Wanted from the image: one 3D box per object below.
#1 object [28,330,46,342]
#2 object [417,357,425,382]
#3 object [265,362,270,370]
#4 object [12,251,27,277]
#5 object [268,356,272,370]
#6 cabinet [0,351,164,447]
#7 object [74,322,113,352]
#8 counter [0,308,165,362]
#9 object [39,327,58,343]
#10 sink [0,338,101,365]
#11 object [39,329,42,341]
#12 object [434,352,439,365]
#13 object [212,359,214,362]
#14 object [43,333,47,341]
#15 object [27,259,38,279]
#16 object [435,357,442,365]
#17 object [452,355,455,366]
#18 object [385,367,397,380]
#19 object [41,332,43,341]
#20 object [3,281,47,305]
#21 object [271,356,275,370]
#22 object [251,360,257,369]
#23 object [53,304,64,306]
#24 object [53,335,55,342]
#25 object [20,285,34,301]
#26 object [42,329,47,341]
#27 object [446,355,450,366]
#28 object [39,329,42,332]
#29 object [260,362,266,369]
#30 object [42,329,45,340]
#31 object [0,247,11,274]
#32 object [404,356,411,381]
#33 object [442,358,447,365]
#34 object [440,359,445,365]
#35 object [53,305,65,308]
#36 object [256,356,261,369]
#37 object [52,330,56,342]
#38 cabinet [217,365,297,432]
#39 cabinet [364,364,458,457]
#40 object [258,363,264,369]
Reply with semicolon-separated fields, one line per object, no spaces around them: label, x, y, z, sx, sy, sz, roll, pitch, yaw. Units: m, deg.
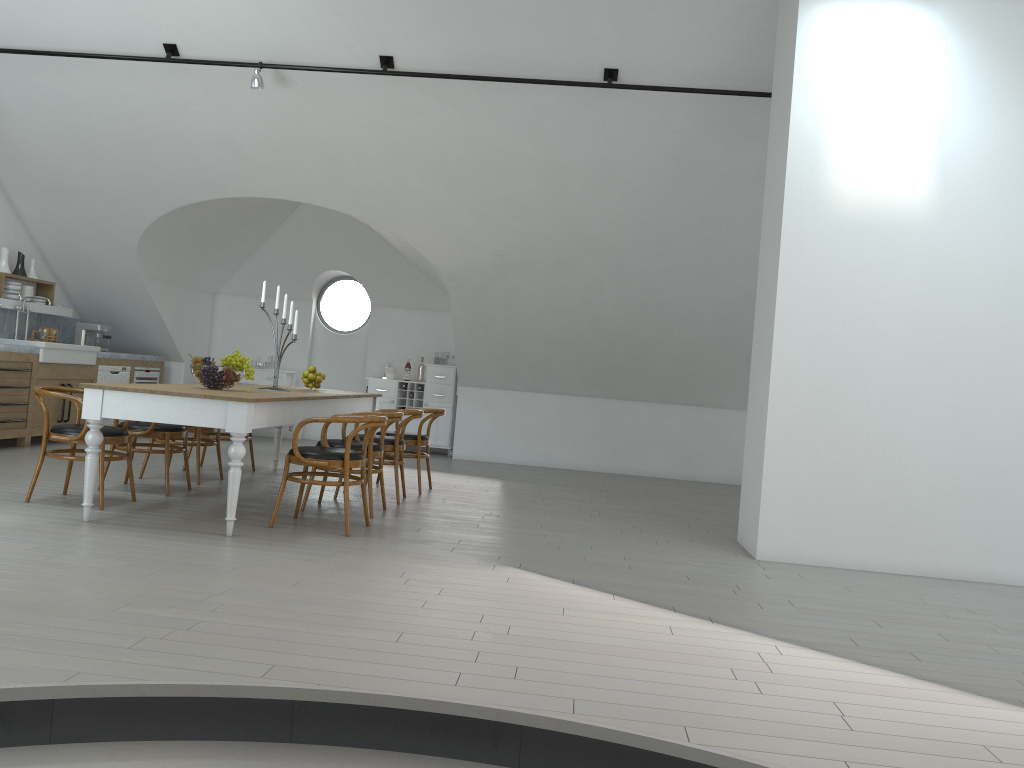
object;-5.252;-0.503;9.803;0.100;0.171;0.173;5;-1;6
object;-1.180;-0.188;11.561;0.085;0.331;0.085;6;-2;-36
object;-3.183;-0.233;11.537;0.071;0.099;0.071;4;-1;28
object;-5.261;-1.283;9.488;0.156;0.268;0.156;5;-1;9
object;-3.169;-0.273;11.607;0.054;0.179;0.054;5;-2;-18
cabinet;-5.116;0.175;7.962;1.004;1.022;6.424;5;0;4
object;-4.889;-0.542;10.459;0.386;0.320;0.324;5;-1;5
counter;-5.063;-0.644;8.060;0.962;0.620;6.571;5;0;4
object;-5.243;-0.528;10.026;0.104;0.223;0.200;5;-1;5
sink;-4.838;-0.333;9.086;0.727;0.202;1.020;5;0;5
object;-5.229;-0.516;9.831;0.019;0.196;0.022;5;-2;-7
object;-0.981;-0.331;11.522;0.048;0.169;0.048;4;-2;37
object;-3.905;-0.209;11.512;0.088;0.269;0.029;4;-2;31
object;-5.204;-0.504;9.861;0.044;0.179;0.019;5;-2;-11
object;-5.255;-1.258;9.712;0.156;0.218;0.156;5;-1;-14
object;-0.954;-0.296;11.446;0.082;0.105;0.081;4;-1;43
object;-0.768;-0.302;11.540;0.046;0.143;0.046;4;-1;16
object;-1.584;-0.136;11.571;0.154;0.160;0.157;4;-1;33
object;-5.211;-0.505;9.823;0.019;0.179;0.044;6;-2;-31
object;-5.266;-0.977;9.561;0.198;0.196;0.656;5;0;4
object;-3.115;-0.272;11.573;0.063;0.187;0.063;5;-1;-10
object;-3.341;-0.250;11.479;0.082;0.105;0.081;5;-1;18
object;-5.237;-0.895;10.153;0.213;0.025;0.213;5;0;-8
object;-5.214;-0.515;10.082;0.019;0.196;0.022;5;-2;5
object;-5.241;-0.978;9.559;0.154;0.160;0.157;4;-1;33
object;-5.196;-0.516;9.848;0.042;0.192;0.040;4;-2;41
object;-0.835;-0.307;11.513;0.046;0.143;0.046;4;-1;16
object;-5.245;-0.520;9.852;0.042;0.192;0.040;4;-2;42
object;-3.250;-0.236;11.600;0.094;0.093;0.093;5;-1;-8
object;-5.215;-0.515;9.849;0.023;0.196;0.018;5;-2;-1
object;-5.285;-1.284;9.226;0.156;0.268;0.156;5;-1;-7
object;-1.359;-0.203;11.581;0.081;0.330;0.081;5;-1;0
object;-0.883;-0.287;11.599;0.071;0.099;0.071;5;-1;13
object;-0.919;-0.283;11.524;0.077;0.085;0.077;5;-1;12
object;-5.238;-0.886;10.152;0.213;0.025;0.213;5;0;-8
object;-3.306;-0.279;11.555;0.048;0.169;0.048;5;-1;-8
object;-5.202;-0.517;10.057;0.040;0.192;0.042;6;-2;-35
cabinet;-3.431;0.189;11.561;1.135;0.790;0.496;5;-1;5
cabinet;-1.297;0.303;11.582;1.242;1.155;0.609;5;-1;5
object;-3.261;-0.233;11.509;0.077;0.085;0.077;5;-1;-8
